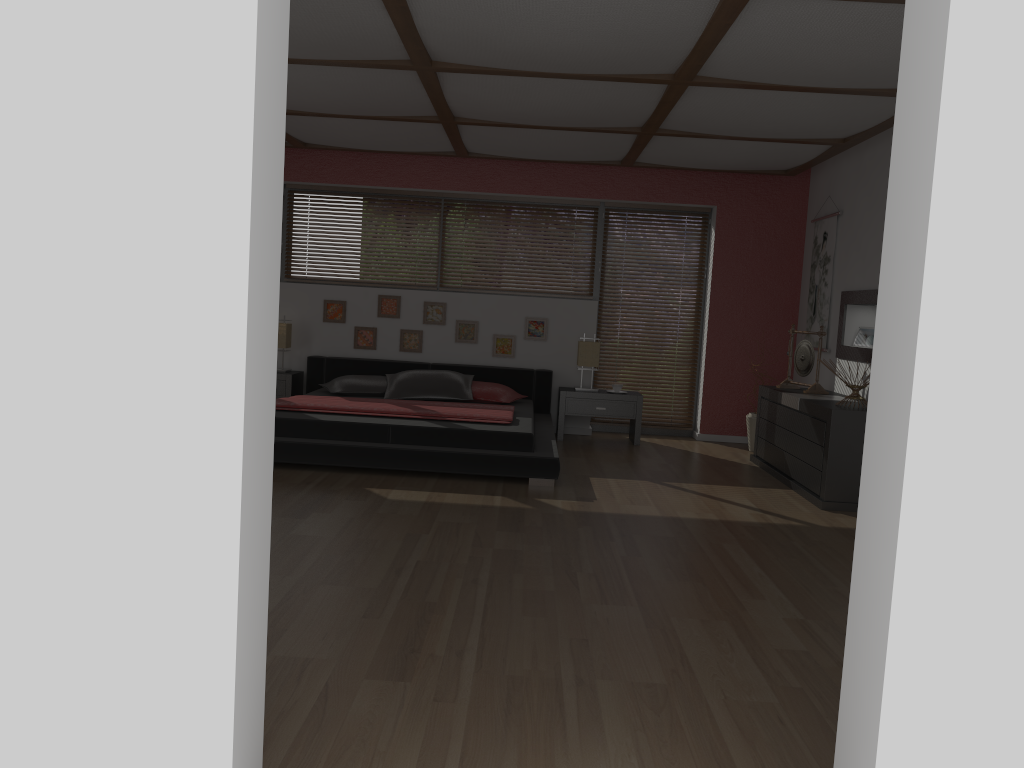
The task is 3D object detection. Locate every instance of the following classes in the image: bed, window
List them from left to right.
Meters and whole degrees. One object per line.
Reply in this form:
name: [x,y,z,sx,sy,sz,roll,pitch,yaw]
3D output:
bed: [-0.896,0.183,6.704,2.469,0.577,2.413,3,5,1]
window: [-0.648,-1.296,8.179,2.817,0.786,0.020,3,5,1]
window: [1.265,-0.638,8.194,0.889,1.893,0.020,3,5,1]

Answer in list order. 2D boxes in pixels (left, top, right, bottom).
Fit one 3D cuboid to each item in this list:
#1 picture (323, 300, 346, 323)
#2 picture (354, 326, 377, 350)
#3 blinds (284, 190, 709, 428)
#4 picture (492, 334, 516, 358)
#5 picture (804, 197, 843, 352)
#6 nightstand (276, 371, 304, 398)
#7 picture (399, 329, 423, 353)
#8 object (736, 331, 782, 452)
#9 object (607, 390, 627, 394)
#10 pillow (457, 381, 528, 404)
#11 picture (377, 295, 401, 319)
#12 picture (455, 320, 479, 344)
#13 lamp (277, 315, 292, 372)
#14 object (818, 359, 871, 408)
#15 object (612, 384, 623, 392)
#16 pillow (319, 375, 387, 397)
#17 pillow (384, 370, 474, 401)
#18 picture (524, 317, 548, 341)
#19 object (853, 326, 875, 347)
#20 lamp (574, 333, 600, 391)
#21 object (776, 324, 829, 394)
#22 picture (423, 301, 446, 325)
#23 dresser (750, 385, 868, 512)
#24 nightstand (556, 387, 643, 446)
picture: [-1.580,-0.645,7.899,0.200,0.200,0.010,3,5,1]
picture: [-1.309,-0.409,7.913,0.200,0.200,0.010,3,5,1]
blinds: [-0.687,-0.715,8.161,4.840,1.952,0.032,3,5,1]
picture: [-0.071,-0.337,7.893,0.200,0.200,0.010,3,5,1]
picture: [2.550,-0.911,7.317,0.028,1.270,0.701,3,5,1]
nightstand: [-2.222,0.093,7.729,0.700,0.423,0.413,3,5,1]
picture: [-0.899,-0.383,7.906,0.200,0.200,0.010,3,5,1]
object: [2.047,0.056,7.514,0.422,1.035,0.364,1,5,-24]
object: [0.899,0.070,7.605,0.179,0.012,0.179,6,5,26]
pillow: [-0.283,0.069,7.403,0.745,0.172,0.418,5,5,20]
picture: [-1.093,-0.688,7.885,0.200,0.200,0.010,3,5,1]
picture: [-0.403,-0.465,7.889,0.200,0.200,0.010,3,5,1]
lamp: [-2.035,-0.360,7.727,0.200,0.480,0.200,3,5,1]
object: [2.162,0.000,5.568,0.481,0.282,0.481,0,6,-33]
object: [0.901,0.037,7.602,0.099,0.069,0.099,6,5,26]
pillow: [-1.194,0.019,7.364,0.745,0.172,0.418,1,5,-24]
pillow: [-0.681,0.006,7.266,0.744,0.241,0.386,3,5,-4]
picture: [0.214,-0.489,7.874,0.200,0.200,0.010,3,5,1]
object: [2.630,-0.351,6.579,0.041,0.146,0.226,2,5,-19]
lamp: [0.658,-0.197,7.683,0.200,0.480,0.200,3,5,1]
object: [2.178,-0.195,6.603,0.173,0.498,0.490,2,5,-14]
picture: [-0.687,-0.628,7.881,0.200,0.200,0.010,3,5,1]
dresser: [2.158,0.395,6.152,0.540,0.608,1.740,3,5,1]
nightstand: [0.749,0.273,7.681,0.700,0.423,0.413,3,5,1]
